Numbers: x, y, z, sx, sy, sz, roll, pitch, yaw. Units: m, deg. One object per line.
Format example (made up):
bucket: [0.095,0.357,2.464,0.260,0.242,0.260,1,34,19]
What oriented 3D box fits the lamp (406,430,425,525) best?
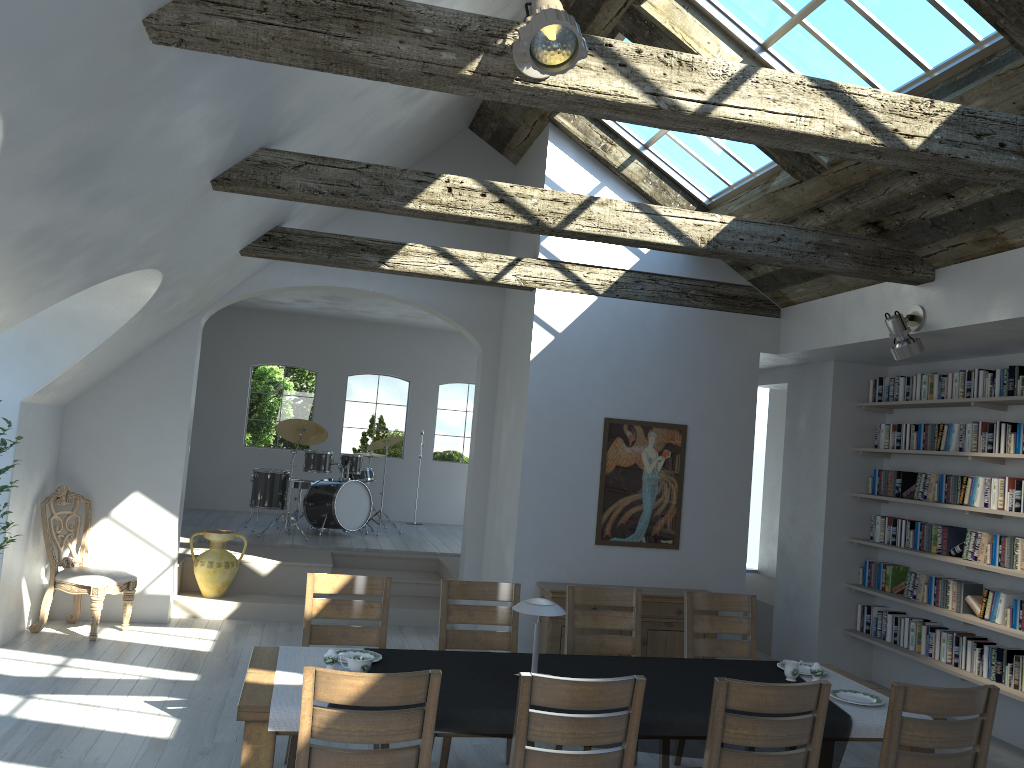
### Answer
lamp: [-1.383,1.375,13.128,0.232,1.383,0.238,6,-4,-12]

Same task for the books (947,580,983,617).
books: [3.411,1.596,6.561,0.189,0.229,0.343,6,-4,-12]

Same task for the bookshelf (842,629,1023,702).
bookshelf: [3.886,2.000,3.951,0.315,0.070,7.825,6,-4,-12]

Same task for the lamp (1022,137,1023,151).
lamp: [2.229,-0.971,3.511,0.233,0.323,0.343,6,-4,-12]

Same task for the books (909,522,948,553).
books: [3.336,1.224,7.080,0.209,0.220,0.278,6,-4,-14]

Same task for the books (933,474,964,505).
books: [3.426,0.816,6.851,0.209,0.220,0.278,6,-4,-14]

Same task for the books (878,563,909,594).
books: [3.229,1.633,7.377,0.189,0.224,0.345,6,-4,-12]

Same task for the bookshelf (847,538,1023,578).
bookshelf: [3.951,1.214,4.004,0.315,0.070,7.825,6,-4,-12]

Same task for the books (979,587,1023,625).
books: [3.475,1.574,6.280,0.189,0.228,0.249,6,-4,-12]

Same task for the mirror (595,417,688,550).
mirror: [1.082,0.833,7.388,0.736,1.047,0.009,6,-4,-12]

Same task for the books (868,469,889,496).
books: [3.243,0.856,7.668,0.209,0.220,0.278,6,-4,-14]

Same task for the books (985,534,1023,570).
books: [3.519,1.184,6.263,0.209,0.220,0.278,6,-4,-14]

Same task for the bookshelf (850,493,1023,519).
bookshelf: [3.984,0.821,4.031,0.315,0.070,7.825,6,-4,-12]

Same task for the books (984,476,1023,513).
books: [3.568,0.779,6.221,0.214,0.237,0.490,6,-4,-12]

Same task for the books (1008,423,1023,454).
books: [3.622,0.391,6.147,0.209,0.220,0.278,6,-4,-14]

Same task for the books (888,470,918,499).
books: [3.309,0.842,7.364,0.189,0.224,0.345,6,-4,-12]

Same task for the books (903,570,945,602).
books: [3.291,1.619,7.098,0.189,0.228,0.249,6,-4,-12]

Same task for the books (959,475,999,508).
books: [3.483,0.801,6.587,0.189,0.228,0.249,6,-4,-12]

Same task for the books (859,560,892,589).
books: [3.164,1.649,7.676,0.209,0.220,0.278,6,-4,-14]

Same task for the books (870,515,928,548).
books: [3.249,1.243,7.470,0.214,0.220,0.490,6,-4,-12]

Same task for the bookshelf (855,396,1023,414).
bookshelf: [4.049,0.034,4.084,0.315,0.070,7.825,6,-4,-12]

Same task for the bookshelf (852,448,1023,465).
bookshelf: [4.017,0.427,4.057,0.315,0.070,7.825,6,-4,-12]

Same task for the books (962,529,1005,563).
books: [3.464,1.194,6.501,0.189,0.228,0.249,6,-4,-12]

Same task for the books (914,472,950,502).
books: [3.371,0.826,7.089,0.189,0.228,0.249,6,-4,-12]

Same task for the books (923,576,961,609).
books: [3.347,1.609,6.859,0.209,0.220,0.278,6,-4,-14]

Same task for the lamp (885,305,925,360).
lamp: [2.636,-0.347,5.969,0.265,0.386,0.235,4,-4,9]

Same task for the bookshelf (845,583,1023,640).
bookshelf: [3.919,1.607,3.978,0.315,0.070,7.825,6,-4,-12]

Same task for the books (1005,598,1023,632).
books: [3.531,1.585,6.030,0.209,0.220,0.278,6,-4,-14]

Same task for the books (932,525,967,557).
books: [3.402,1.210,6.776,0.189,0.224,0.345,6,-4,-12]

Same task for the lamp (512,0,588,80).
lamp: [0.125,-1.198,3.045,0.233,0.311,0.354,6,-4,-12]
